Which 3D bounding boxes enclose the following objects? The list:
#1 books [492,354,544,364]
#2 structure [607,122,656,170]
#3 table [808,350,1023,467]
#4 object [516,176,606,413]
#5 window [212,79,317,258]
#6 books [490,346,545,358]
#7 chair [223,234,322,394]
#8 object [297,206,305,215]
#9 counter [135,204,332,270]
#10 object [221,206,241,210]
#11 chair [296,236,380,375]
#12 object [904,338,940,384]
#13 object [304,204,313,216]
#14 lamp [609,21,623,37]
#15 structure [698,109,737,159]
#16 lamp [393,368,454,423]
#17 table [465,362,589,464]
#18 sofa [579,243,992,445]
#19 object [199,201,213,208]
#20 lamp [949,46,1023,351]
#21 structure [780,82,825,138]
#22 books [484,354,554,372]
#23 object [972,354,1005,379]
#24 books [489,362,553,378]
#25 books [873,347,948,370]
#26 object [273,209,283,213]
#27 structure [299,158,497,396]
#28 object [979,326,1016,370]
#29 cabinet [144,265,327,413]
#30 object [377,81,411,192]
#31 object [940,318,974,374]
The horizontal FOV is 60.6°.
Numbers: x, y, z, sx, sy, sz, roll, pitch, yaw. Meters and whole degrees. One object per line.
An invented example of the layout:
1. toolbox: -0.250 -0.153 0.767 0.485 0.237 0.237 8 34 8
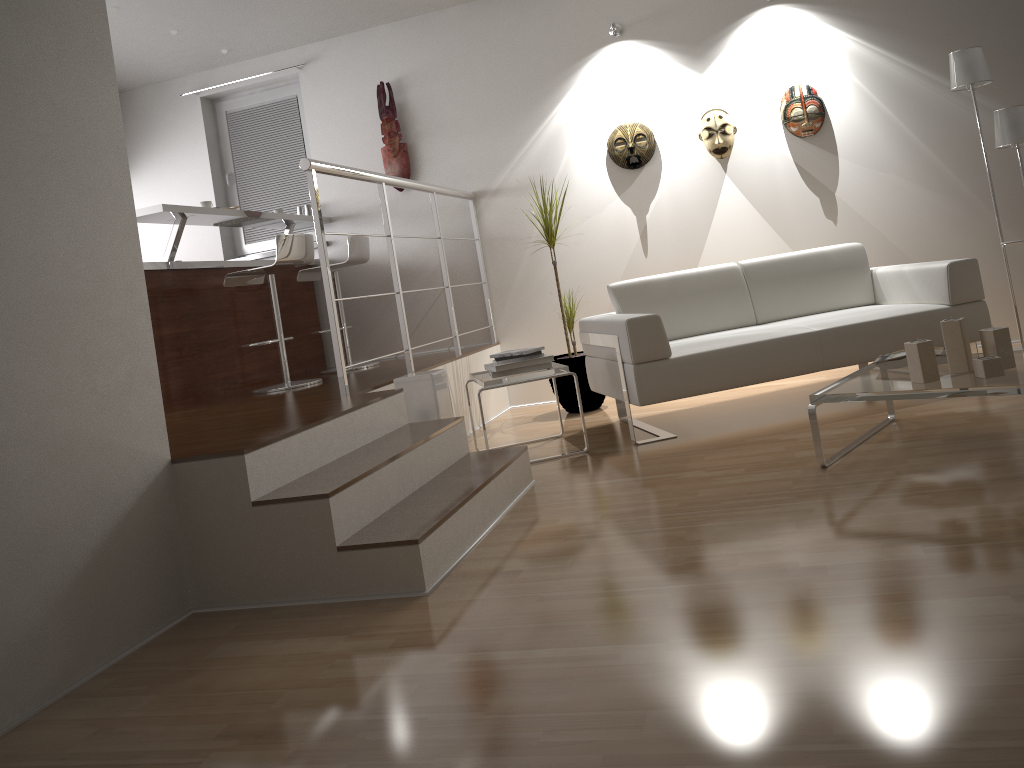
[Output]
1. books: 0.029 -0.122 4.156 0.218 0.014 0.151 -11 6 -15
2. structure: 0.775 -1.559 5.717 0.315 0.318 0.069 -9 -2 16
3. table: 1.558 0.076 3.119 0.692 0.250 0.806 -5 7 41
4. object: 0.281 -0.565 5.330 0.435 1.481 0.505 -11 -2 29
5. window: -1.821 -1.625 6.645 0.837 1.274 0.142 -9 -3 15
6. books: 0.025 -0.151 4.158 0.214 0.014 0.154 -5 7 36
7. chair: -1.326 -0.404 4.980 0.422 0.852 0.390 -10 -2 20
8. object: -1.521 -1.224 6.305 0.052 0.110 0.052 -9 -1 0
9. counter: -1.919 -0.863 5.581 0.832 0.318 2.123 -8 6 16
10. object: -1.733 -1.068 5.414 0.128 0.042 0.141 -8 5 18
11. chair: -1.114 -0.520 5.746 0.423 0.852 0.387 -10 -1 11
12. object: 1.388 -0.083 2.967 0.067 0.151 0.066 -9 -2 -14
13. object: -1.464 -1.233 6.297 0.052 0.112 0.052 -9 -1 0
14. lamp: 0.668 -2.309 5.701 0.079 0.108 0.192 -9 4 16
15. structure: 1.300 -1.590 5.546 0.241 0.331 0.130 -9 -2 16
16. lamp: -0.377 0.190 3.976 0.197 0.483 0.193 -10 -2 16
17. table: 0.053 0.131 4.234 0.466 0.401 0.549 -10 3 -9
18. sofa: 1.318 -0.273 4.437 1.789 0.743 0.904 -10 2 -9
19. object: -1.749 -1.022 5.021 0.080 0.046 0.066 -12 4 -30
20. lamp: 2.659 -0.989 4.669 0.360 1.679 0.210 -11 -3 36
21. structure: 1.805 -1.705 5.438 0.263 0.356 0.075 -9 -3 15
22. books: 0.033 -0.101 4.155 0.289 0.027 0.226 -11 6 -15
23. object: 1.559 -0.062 2.867 0.067 0.074 0.067 -9 1 1
24. books: 0.037 -0.075 4.154 0.288 0.027 0.227 -10 6 -5
25. books: 1.558 -0.107 3.374 0.289 0.056 0.206 -6 6 31
26. object: -1.556 -1.142 5.859 0.080 0.046 0.066 -12 4 -37
27. structure: -0.512 -0.634 4.908 0.057 1.050 2.346 -10 4 17
28. object: 1.647 -0.127 2.974 0.067 0.152 0.066 -9 -2 -14
29. cabinet: -1.930 -0.306 5.465 0.629 0.750 1.866 -9 5 16
30. object: -0.843 -1.738 6.161 0.152 0.793 0.148 -8 -3 -29
31. object: 1.545 -0.140 3.039 0.066 0.197 0.068 -11 -3 41
